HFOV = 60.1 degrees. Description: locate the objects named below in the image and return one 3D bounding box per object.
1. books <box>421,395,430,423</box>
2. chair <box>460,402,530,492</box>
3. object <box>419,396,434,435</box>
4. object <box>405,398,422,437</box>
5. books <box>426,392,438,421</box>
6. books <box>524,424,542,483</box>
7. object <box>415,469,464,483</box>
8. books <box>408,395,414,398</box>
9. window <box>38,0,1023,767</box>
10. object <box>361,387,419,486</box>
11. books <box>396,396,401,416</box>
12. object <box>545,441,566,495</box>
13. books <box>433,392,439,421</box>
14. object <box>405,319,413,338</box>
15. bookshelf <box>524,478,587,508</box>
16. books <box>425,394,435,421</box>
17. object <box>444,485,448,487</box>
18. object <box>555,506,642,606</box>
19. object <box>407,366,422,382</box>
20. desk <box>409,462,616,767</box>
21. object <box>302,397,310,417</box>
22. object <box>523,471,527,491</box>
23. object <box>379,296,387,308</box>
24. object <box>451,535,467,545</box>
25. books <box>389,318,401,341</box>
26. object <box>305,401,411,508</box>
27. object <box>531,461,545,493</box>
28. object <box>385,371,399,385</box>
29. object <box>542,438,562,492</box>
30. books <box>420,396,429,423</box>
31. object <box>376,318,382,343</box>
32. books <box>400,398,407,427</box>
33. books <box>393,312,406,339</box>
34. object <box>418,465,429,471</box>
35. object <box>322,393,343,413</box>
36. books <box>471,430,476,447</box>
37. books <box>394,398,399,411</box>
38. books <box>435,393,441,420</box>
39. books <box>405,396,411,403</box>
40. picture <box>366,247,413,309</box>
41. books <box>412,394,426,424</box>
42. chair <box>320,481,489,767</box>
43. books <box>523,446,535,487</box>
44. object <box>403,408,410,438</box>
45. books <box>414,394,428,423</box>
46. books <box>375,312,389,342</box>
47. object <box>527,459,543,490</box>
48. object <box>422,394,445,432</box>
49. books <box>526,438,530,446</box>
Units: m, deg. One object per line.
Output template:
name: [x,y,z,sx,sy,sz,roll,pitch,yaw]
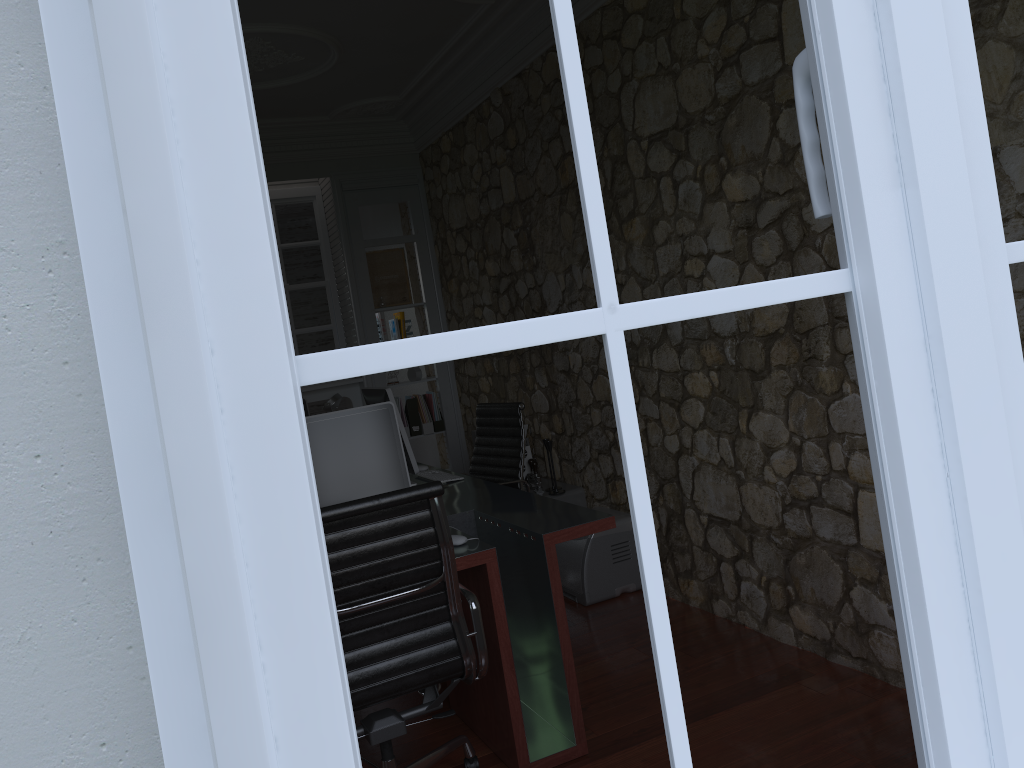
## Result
books: [-0.656,0.222,6.639,0.046,0.287,0.194,-9,2,-17]
chair: [-0.206,0.648,4.434,0.702,1.022,0.663,-10,2,-28]
object: [-0.665,0.228,6.618,0.079,0.278,0.238,-9,2,-17]
object: [-0.754,0.242,6.619,0.079,0.278,0.245,-9,2,-18]
books: [-0.602,0.202,6.691,0.030,0.290,0.180,-9,1,-19]
books: [0.014,0.435,5.203,0.272,0.354,0.062,-10,1,-23]
object: [-0.361,0.447,4.315,0.119,0.017,0.438,-11,4,-23]
books: [-0.729,0.229,6.612,0.009,0.288,0.194,-9,2,-18]
window: [0.366,-0.386,0.919,1.532,1.983,0.127,-10,1,-23]
object: [-0.610,0.255,4.248,0.190,0.484,0.483,-10,2,-23]
books: [-0.843,0.244,6.595,0.038,0.296,0.180,-9,1,-15]
object: [0.225,0.457,4.862,0.095,0.288,0.094,-10,1,-28]
books: [-0.588,0.201,6.688,0.013,0.288,0.194,-9,2,-19]
object: [-0.782,-0.404,6.672,0.079,0.249,0.115,-9,1,-23]
bookshelf: [0.003,0.838,5.374,0.437,0.459,1.192,-10,3,-23]
books: [-0.615,0.213,6.676,0.024,0.277,0.194,-9,2,-19]
object: [-0.336,0.469,3.982,0.011,0.011,0.150,-7,4,43]
object: [0.415,0.863,4.542,0.364,0.387,0.399,-10,2,-23]
object: [-0.734,-0.117,6.617,0.126,0.188,0.063,-8,2,39]
desk: [-0.682,0.909,3.839,1.305,0.727,2.503,-10,4,-23]
object: [-1.243,0.341,4.490,0.483,0.485,0.190,-9,1,2]
object: [0.057,0.544,5.003,0.048,0.153,0.087,-10,1,-28]
object: [-0.947,-0.599,6.471,0.056,0.090,0.055,-10,2,-20]
object: [-0.194,0.509,2.897,0.106,0.028,0.059,-7,4,36]
books: [-0.872,-0.374,6.623,0.026,0.223,0.161,-9,2,-23]
object: [-0.593,0.338,2.986,0.485,0.485,0.189,-10,1,-23]
object: [0.138,0.520,4.989,0.048,0.175,0.088,-9,1,-12]
object: [-0.895,-0.082,6.517,0.177,0.161,0.093,-9,1,5]
object: [0.212,0.452,4.971,0.094,0.288,0.095,-9,1,26]
books: [-0.665,0.221,6.636,0.043,0.281,0.194,-9,2,-17]
object: [-1.025,-0.359,6.565,0.079,0.249,0.115,-9,1,-23]
books: [-0.814,0.245,6.596,0.022,0.288,0.194,-9,2,-15]
books: [-0.839,-0.403,6.637,0.056,0.268,0.192,-9,2,-23]
object: [-0.484,0.440,4.618,0.106,0.028,0.059,-7,4,28]
object: [-1.268,0.206,6.343,0.166,0.272,0.188,-9,2,12]
books: [-0.093,0.438,5.434,0.260,0.351,0.065,-10,1,-23]
books: [-0.855,0.249,6.585,0.037,0.287,0.194,-9,2,-15]
books: [-0.574,0.203,6.693,0.024,0.282,0.194,-9,2,-19]
books: [-0.764,0.235,6.600,0.039,0.288,0.194,-9,2,-18]
picture: [-0.925,-0.784,6.583,0.327,0.434,0.009,-10,1,-23]
books: [-0.689,0.216,6.637,0.045,0.282,0.180,-9,2,-17]
chair: [-0.436,0.808,2.592,0.667,1.022,0.698,-10,2,-19]
books: [0.033,0.495,5.134,0.198,0.240,0.058,-10,1,-23]
object: [-0.831,0.258,6.572,0.079,0.278,0.239,-9,2,-15]
books: [-0.675,0.219,6.635,0.046,0.287,0.194,-9,2,-17]
books: [-0.980,-0.386,6.605,0.043,0.286,0.215,-9,2,-23]
object: [0.122,0.516,5.093,0.087,0.175,0.048,-8,1,41]
object: [-0.590,0.213,6.668,0.079,0.278,0.238,-9,2,-19]
books: [0.017,0.474,5.166,0.222,0.282,0.061,-10,1,-23]
